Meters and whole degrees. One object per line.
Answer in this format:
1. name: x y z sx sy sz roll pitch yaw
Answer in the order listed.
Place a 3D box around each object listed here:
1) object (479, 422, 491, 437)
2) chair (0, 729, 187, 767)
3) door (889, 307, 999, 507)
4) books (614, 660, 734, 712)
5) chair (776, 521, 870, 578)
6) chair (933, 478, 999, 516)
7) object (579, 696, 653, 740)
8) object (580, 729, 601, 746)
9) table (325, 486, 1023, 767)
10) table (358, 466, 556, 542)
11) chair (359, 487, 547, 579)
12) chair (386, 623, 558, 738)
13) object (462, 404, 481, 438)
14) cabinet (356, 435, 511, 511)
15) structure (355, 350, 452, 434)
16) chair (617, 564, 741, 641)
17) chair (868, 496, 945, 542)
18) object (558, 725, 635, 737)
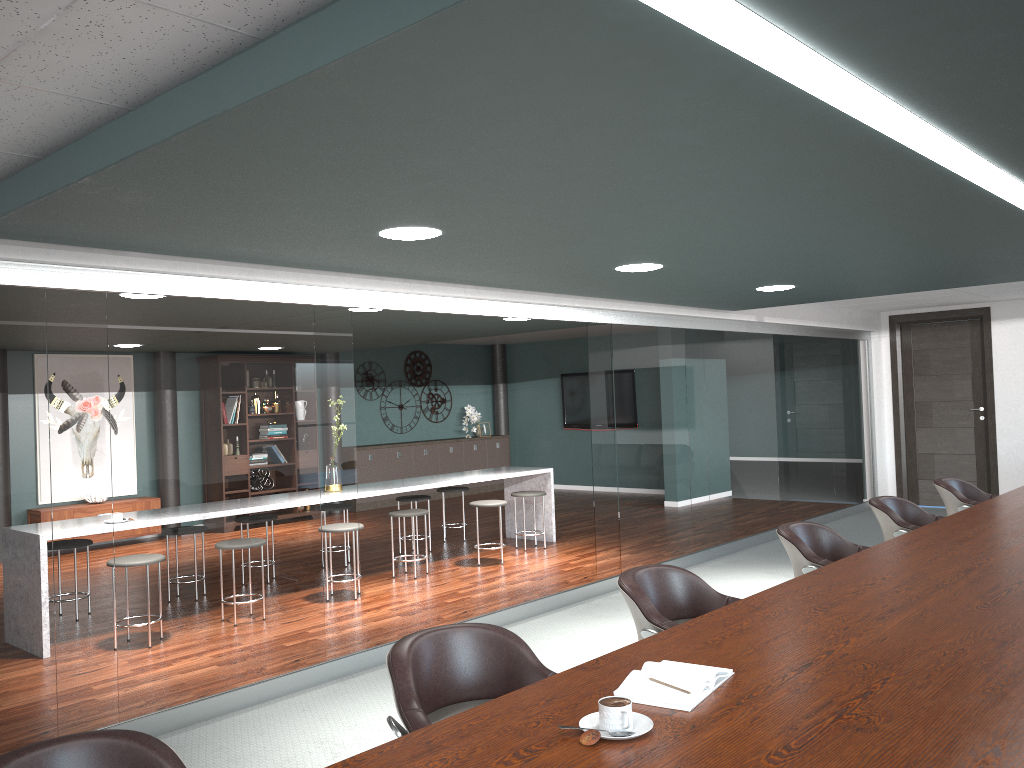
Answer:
1. object: -0.407 0.684 13.297 0.174 0.207 0.042 -2 -1 -29
2. chair: -0.691 1.039 1.495 0.535 0.761 0.518 -1 -1 -42
3. door: 4.709 0.274 9.665 1.038 2.130 0.139 -3 -1 42
4. books: 0.368 0.665 2.003 0.180 0.032 0.285 -3 -1 33
5. chair: 1.430 0.998 3.840 0.535 0.761 0.518 -1 -1 -42
6. chair: 2.897 0.969 5.461 0.535 0.761 0.518 -1 -1 -42
7. object: 0.205 0.656 1.753 0.146 0.056 0.146 -2 -1 -23
8. object: 0.149 0.674 1.691 0.044 0.021 0.041 -3 -1 34
9. table: 1.753 0.998 2.898 1.374 0.706 6.694 -3 -1 42
10. table: -1.357 1.188 6.926 0.609 0.699 4.577 -3 -1 42
11. chair: -1.377 1.284 6.987 1.479 0.512 4.029 -3 -1 42
12. chair: -0.055 1.026 2.198 0.535 0.761 0.518 -2 -1 -27
13. object: -0.589 0.549 13.217 0.221 0.495 0.600 -2 -1 16
14. cabinet: -4.291 1.276 9.112 0.402 0.820 12.287 -3 -1 42
15. structure: -1.494 0.110 12.556 0.017 1.178 1.791 -3 -1 42
16. chair: 0.624 1.013 2.949 0.535 0.761 0.518 -1 -1 -42
17. chair: 2.156 0.983 4.630 0.523 0.761 0.533 -3 -1 24
18. object: 0.162 0.675 1.717 0.155 0.012 0.034 -3 -1 19
